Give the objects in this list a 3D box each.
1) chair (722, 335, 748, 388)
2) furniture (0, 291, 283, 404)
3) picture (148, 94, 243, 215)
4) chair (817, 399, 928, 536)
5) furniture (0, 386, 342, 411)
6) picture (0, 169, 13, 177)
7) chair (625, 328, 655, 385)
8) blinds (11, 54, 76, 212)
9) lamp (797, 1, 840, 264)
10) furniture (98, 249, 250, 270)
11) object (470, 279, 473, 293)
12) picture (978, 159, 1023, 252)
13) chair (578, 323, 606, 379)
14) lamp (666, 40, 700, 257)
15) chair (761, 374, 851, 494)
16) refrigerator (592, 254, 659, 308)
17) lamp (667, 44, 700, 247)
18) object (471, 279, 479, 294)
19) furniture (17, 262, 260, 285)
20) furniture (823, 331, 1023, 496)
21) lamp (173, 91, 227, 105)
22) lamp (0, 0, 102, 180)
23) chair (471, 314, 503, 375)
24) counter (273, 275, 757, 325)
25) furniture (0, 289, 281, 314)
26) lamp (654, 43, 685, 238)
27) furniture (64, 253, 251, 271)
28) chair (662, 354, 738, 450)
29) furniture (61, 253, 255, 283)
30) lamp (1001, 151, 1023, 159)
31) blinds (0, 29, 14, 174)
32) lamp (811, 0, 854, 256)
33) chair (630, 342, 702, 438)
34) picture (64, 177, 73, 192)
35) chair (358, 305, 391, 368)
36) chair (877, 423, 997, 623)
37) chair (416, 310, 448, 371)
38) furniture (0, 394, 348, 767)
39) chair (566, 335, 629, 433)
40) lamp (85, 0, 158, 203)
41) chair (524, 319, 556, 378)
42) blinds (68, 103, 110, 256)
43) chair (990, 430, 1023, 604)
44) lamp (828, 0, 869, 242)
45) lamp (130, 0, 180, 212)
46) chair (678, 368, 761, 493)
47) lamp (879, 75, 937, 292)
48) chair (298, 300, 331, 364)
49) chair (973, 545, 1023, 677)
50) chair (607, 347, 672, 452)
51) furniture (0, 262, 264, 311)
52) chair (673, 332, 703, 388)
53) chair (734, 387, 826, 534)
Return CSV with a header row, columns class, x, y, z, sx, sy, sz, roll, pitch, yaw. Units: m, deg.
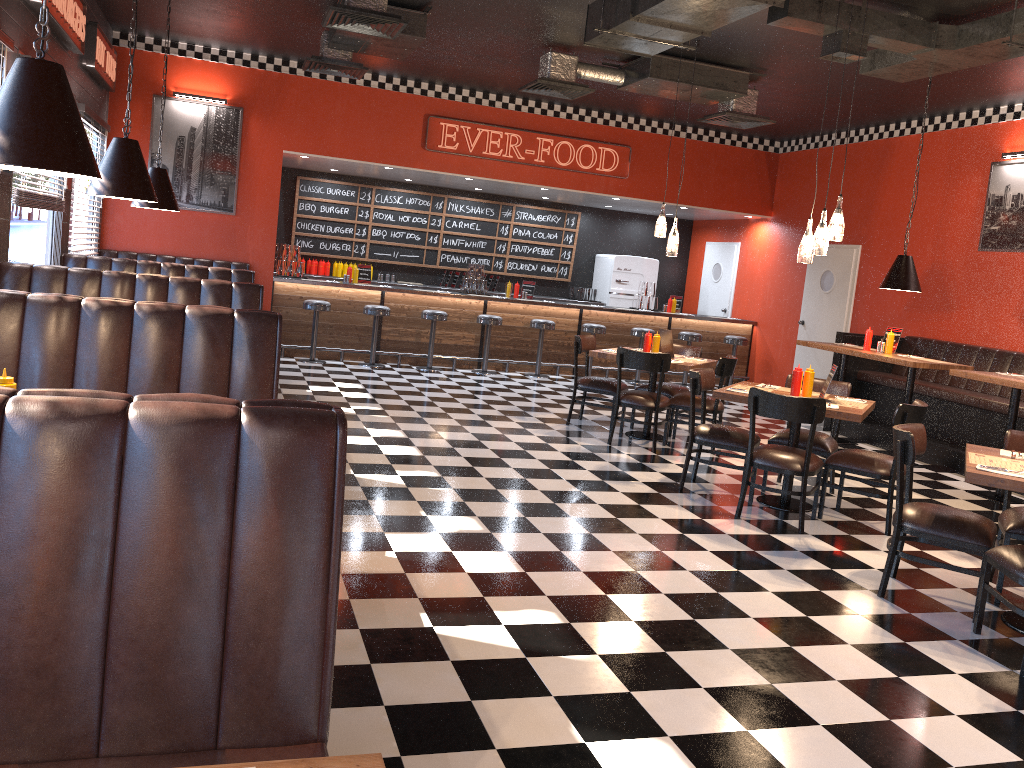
class,x,y,z,sx,sy,sz,roll,pitch,yaw
chair,3.232,-0.316,12.957,0.349,0.771,0.349,9,6,26
furniture,-1.850,0.235,3.644,1.707,1.149,0.710,4,6,-18
picture,-3.810,-2.736,10.644,1.022,1.296,0.016,4,6,-18
chair,2.452,0.514,5.984,0.546,0.864,0.487,10,7,35
furniture,-1.342,0.508,2.052,1.707,1.149,0.710,4,6,-18
picture,-3.324,-1.646,5.841,0.012,0.534,0.353,4,6,-18
chair,1.807,-0.402,12.489,0.348,0.771,0.350,4,6,-18
blinds,-3.670,-1.887,6.976,0.099,1.034,1.880,4,7,-18
lamp,2.147,-1.811,6.098,0.108,1.957,0.109,5,5,-7
furniture,-4.015,-0.928,10.431,1.707,1.149,0.710,4,6,-18
object,-0.552,-1.374,12.463,0.106,0.208,0.105,9,6,26
picture,5.298,-1.738,8.579,0.023,0.935,1.780,4,7,-18
chair,1.095,-0.446,12.255,0.349,0.771,0.349,9,6,26
lamp,1.575,-2.147,8.096,0.109,1.957,0.108,9,6,28
chair,2.231,0.393,6.695,0.488,0.864,0.545,9,7,29
refrigerator,1.821,-1.220,14.663,0.802,1.796,0.854,4,6,-18
lamp,1.604,-2.219,8.211,0.108,1.957,0.109,3,6,-31
object,-0.512,-1.356,12.362,0.106,0.208,0.105,9,6,26
furniture,-2.784,-0.266,6.571,1.707,1.149,0.710,4,6,-18
furniture,5.407,0.686,5.978,1.103,1.144,8.808,4,8,-18
lamp,-3.713,-3.406,10.557,0.610,0.056,0.081,3,7,-18
lamp,-1.377,-1.669,2.658,0.381,2.036,0.384,2,7,-37
chair,-0.330,-0.532,11.787,0.349,0.771,0.349,8,6,22
counter,0.239,-1.164,12.510,7.033,0.050,0.679,3,8,-18
furniture,-2.063,0.121,4.311,1.707,1.149,0.710,4,6,-18
lamp,1.488,-2.346,8.218,0.108,1.957,0.109,3,6,-27
furniture,-3.505,-0.654,8.830,1.707,1.149,0.710,4,6,-18
chair,1.729,0.149,8.084,0.546,0.864,0.487,8,6,21
furniture,-3.292,-0.539,8.163,1.707,1.149,0.710,4,6,-18
lamp,5.327,-2.245,8.507,0.081,0.056,1.453,4,8,-18
blinds,-2.981,-1.248,4.752,0.100,1.546,1.879,4,7,-18
lamp,2.203,-1.849,5.981,0.109,1.957,0.108,8,6,24
chair,1.545,0.036,8.759,0.488,0.864,0.545,11,8,38
picture,-4.047,-2.034,8.107,0.012,0.534,0.353,4,6,-18
chair,-1.755,-0.619,11.319,0.349,0.771,0.349,10,7,31
chair,2.201,0.681,4.580,0.546,0.864,0.487,10,7,31
chair,-1.042,-0.576,11.553,0.349,0.771,0.349,10,7,31
furniture,-1.129,0.623,1.384,1.707,1.149,0.710,4,6,-18
chair,0.831,-0.022,8.631,0.546,0.864,0.487,8,6,21
lamp,-2.096,-2.056,4.913,0.381,2.036,0.384,2,7,-37
chair,0.382,-0.489,12.021,0.349,0.771,0.349,9,6,26
blinds,-4.423,-1.981,9.264,0.099,1.628,1.879,4,7,-18
chair,2.878,0.728,4.758,0.487,0.864,0.546,8,6,21
lamp,2.331,-1.956,6.031,0.109,1.957,0.108,11,7,43
lamp,-2.818,-2.444,7.176,0.383,2.036,0.382,9,6,30
chair,1.517,0.349,6.466,0.546,0.864,0.487,9,6,24
lamp,3.835,-1.909,8.415,0.383,2.036,0.382,8,6,23
chair,-2.467,-0.662,11.085,0.349,0.771,0.349,9,6,26
chair,2.422,0.802,3.869,0.486,0.864,0.547,7,6,5
chair,1.159,0.116,7.882,0.487,0.864,0.546,8,6,21
furniture,-2.571,-0.152,5.903,1.707,1.149,0.710,4,6,-18
chair,2.520,-0.359,12.723,0.348,0.771,0.350,5,6,-13
chair,1.776,0.467,5.806,0.488,0.864,0.545,9,7,27
